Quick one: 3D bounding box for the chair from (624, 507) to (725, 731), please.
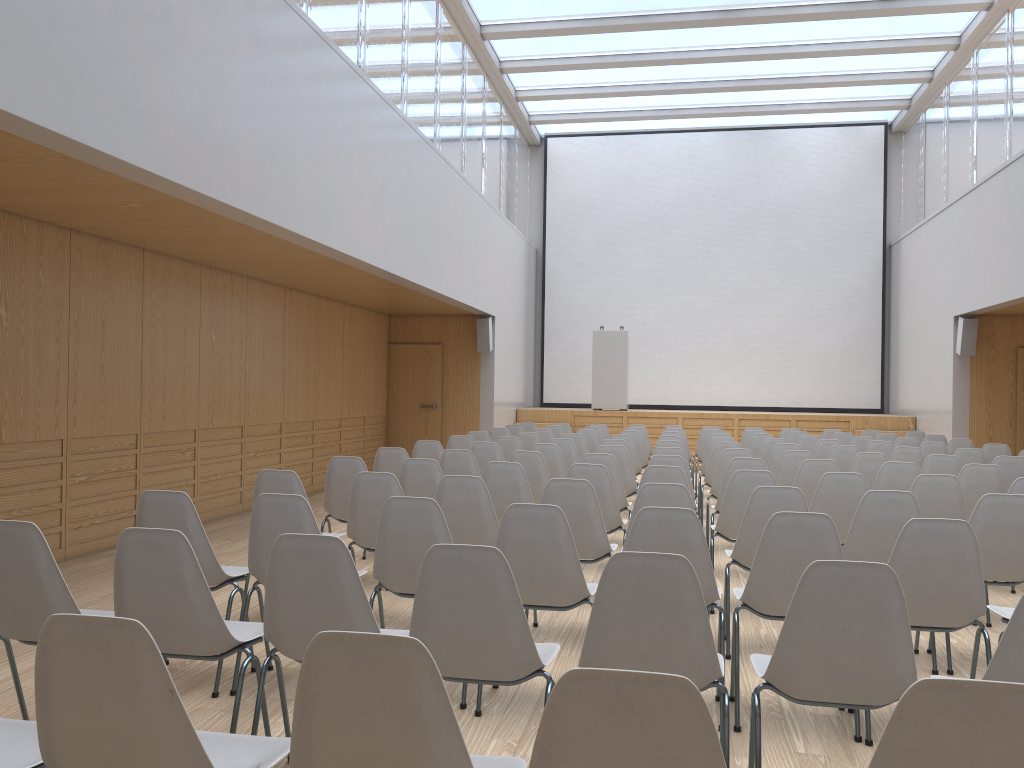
[{"bbox_3d":[0.651,0.925,3.734,0.479,0.876,0.505,1,0,11],"label":"chair"}]

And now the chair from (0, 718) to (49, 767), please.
[{"bbox_3d":[-1.272,0.882,2.023,0.479,0.876,0.505,1,0,11],"label":"chair"}]

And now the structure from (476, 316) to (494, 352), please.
[{"bbox_3d":[-0.411,-0.757,13.480,0.196,0.542,0.368,1,0,11],"label":"structure"}]

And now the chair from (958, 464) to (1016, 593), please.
[{"bbox_3d":[3.236,0.985,6.282,0.479,0.876,0.505,1,0,11],"label":"chair"}]

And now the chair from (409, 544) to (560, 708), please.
[{"bbox_3d":[-0.097,0.907,2.819,0.479,0.876,0.505,1,0,11],"label":"chair"}]

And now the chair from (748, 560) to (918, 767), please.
[{"bbox_3d":[0.962,0.922,2.658,0.479,0.876,0.505,1,0,11],"label":"chair"}]

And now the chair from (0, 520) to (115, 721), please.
[{"bbox_3d":[-1.608,0.885,3.142,0.479,0.876,0.505,1,0,11],"label":"chair"}]

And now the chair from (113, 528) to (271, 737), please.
[{"bbox_3d":[-1.088,0.893,3.025,0.479,0.876,0.505,1,0,11],"label":"chair"}]

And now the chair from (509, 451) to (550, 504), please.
[{"bbox_3d":[0.150,0.941,6.881,0.479,0.876,0.505,1,0,11],"label":"chair"}]

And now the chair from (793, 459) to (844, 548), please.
[{"bbox_3d":[2.211,0.971,6.503,0.479,0.876,0.505,1,0,11],"label":"chair"}]

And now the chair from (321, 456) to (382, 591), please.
[{"bbox_3d":[-1.049,0.916,6.071,0.479,0.876,0.505,1,0,11],"label":"chair"}]

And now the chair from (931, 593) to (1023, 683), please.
[{"bbox_3d":[1.459,0.928,2.463,0.479,0.876,0.505,1,0,11],"label":"chair"}]

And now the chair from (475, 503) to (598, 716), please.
[{"bbox_3d":[0.128,0.917,3.773,0.479,0.876,0.505,1,0,11],"label":"chair"}]

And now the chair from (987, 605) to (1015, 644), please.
[{"bbox_3d":[2.128,0.946,3.396,0.479,0.876,0.505,1,0,11],"label":"chair"}]

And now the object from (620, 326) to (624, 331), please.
[{"bbox_3d":[1.925,-0.866,15.482,0.166,0.305,0.252,1,0,-18],"label":"object"}]

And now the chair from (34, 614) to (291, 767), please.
[{"bbox_3d":[-0.772,0.890,1.967,0.479,0.876,0.505,1,0,11],"label":"chair"}]

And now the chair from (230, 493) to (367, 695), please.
[{"bbox_3d":[-0.932,0.902,3.972,0.479,0.876,0.505,1,0,11],"label":"chair"}]

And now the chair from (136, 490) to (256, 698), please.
[{"bbox_3d":[-1.442,0.895,4.026,0.479,0.876,0.505,1,0,11],"label":"chair"}]

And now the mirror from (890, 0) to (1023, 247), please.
[{"bbox_3d":[5.406,-3.644,7.455,0.253,2.090,17.827,1,0,11],"label":"mirror"}]

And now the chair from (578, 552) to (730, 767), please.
[{"bbox_3d":[0.427,0.914,2.740,0.479,0.876,0.505,1,0,11],"label":"chair"}]

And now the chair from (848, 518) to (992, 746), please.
[{"bbox_3d":[1.623,0.939,3.533,0.479,0.876,0.505,1,0,11],"label":"chair"}]

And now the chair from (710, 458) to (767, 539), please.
[{"bbox_3d":[1.706,0.963,6.528,0.479,0.876,0.505,1,0,11],"label":"chair"}]

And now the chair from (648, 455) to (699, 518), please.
[{"bbox_3d":[1.165,0.956,6.671,0.479,0.876,0.505,1,0,11],"label":"chair"}]

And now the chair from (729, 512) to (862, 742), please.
[{"bbox_3d":[1.153,0.932,3.650,0.479,0.876,0.505,1,0,11],"label":"chair"}]

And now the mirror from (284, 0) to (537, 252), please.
[{"bbox_3d":[-1.268,-3.739,8.711,0.253,2.090,17.827,1,0,11],"label":"mirror"}]

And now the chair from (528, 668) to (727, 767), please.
[{"bbox_3d":[0.227,0.903,1.677,0.479,0.876,0.505,1,0,11],"label":"chair"}]

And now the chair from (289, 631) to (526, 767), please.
[{"bbox_3d":[-0.225,0.897,1.874,0.479,0.876,0.505,1,0,11],"label":"chair"}]

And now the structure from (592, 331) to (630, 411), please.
[{"bbox_3d":[1.739,-0.226,15.578,0.605,1.379,0.605,1,0,11],"label":"structure"}]

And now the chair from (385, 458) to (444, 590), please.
[{"bbox_3d":[-0.552,0.924,5.996,0.479,0.876,0.505,1,0,11],"label":"chair"}]

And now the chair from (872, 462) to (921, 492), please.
[{"bbox_3d":[2.718,0.977,6.359,0.479,0.876,0.505,1,0,11],"label":"chair"}]

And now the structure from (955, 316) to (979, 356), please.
[{"bbox_3d":[6.264,-0.662,12.223,0.196,0.542,0.368,1,0,11],"label":"structure"}]

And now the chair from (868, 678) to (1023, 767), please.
[{"bbox_3d":[0.790,0.912,1.654,0.479,0.876,0.505,1,0,11],"label":"chair"}]

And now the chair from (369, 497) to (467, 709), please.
[{"bbox_3d":[-0.380,0.911,3.938,0.479,0.876,0.505,1,0,11],"label":"chair"}]

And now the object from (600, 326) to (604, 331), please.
[{"bbox_3d":[1.583,-0.871,15.546,0.166,0.305,0.252,1,0,-18],"label":"object"}]

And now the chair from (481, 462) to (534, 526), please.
[{"bbox_3d":[-0.012,0.931,5.834,0.479,0.876,0.505,1,0,11],"label":"chair"}]

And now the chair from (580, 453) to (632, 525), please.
[{"bbox_3d":[0.673,0.948,6.723,0.479,0.876,0.505,1,0,11],"label":"chair"}]

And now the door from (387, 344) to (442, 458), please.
[{"bbox_3d":[-1.537,0.393,13.805,0.873,2.024,0.108,1,0,11],"label":"door"}]

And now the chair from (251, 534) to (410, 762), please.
[{"bbox_3d":[-0.580,0.900,2.958,0.479,0.876,0.505,1,0,11],"label":"chair"}]

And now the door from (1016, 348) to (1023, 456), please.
[{"bbox_3d":[7.392,0.520,12.125,0.873,2.024,0.108,1,0,11],"label":"door"}]

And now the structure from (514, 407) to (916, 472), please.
[{"bbox_3d":[3.400,1.003,15.480,6.551,1.027,2.728,1,0,11],"label":"structure"}]
